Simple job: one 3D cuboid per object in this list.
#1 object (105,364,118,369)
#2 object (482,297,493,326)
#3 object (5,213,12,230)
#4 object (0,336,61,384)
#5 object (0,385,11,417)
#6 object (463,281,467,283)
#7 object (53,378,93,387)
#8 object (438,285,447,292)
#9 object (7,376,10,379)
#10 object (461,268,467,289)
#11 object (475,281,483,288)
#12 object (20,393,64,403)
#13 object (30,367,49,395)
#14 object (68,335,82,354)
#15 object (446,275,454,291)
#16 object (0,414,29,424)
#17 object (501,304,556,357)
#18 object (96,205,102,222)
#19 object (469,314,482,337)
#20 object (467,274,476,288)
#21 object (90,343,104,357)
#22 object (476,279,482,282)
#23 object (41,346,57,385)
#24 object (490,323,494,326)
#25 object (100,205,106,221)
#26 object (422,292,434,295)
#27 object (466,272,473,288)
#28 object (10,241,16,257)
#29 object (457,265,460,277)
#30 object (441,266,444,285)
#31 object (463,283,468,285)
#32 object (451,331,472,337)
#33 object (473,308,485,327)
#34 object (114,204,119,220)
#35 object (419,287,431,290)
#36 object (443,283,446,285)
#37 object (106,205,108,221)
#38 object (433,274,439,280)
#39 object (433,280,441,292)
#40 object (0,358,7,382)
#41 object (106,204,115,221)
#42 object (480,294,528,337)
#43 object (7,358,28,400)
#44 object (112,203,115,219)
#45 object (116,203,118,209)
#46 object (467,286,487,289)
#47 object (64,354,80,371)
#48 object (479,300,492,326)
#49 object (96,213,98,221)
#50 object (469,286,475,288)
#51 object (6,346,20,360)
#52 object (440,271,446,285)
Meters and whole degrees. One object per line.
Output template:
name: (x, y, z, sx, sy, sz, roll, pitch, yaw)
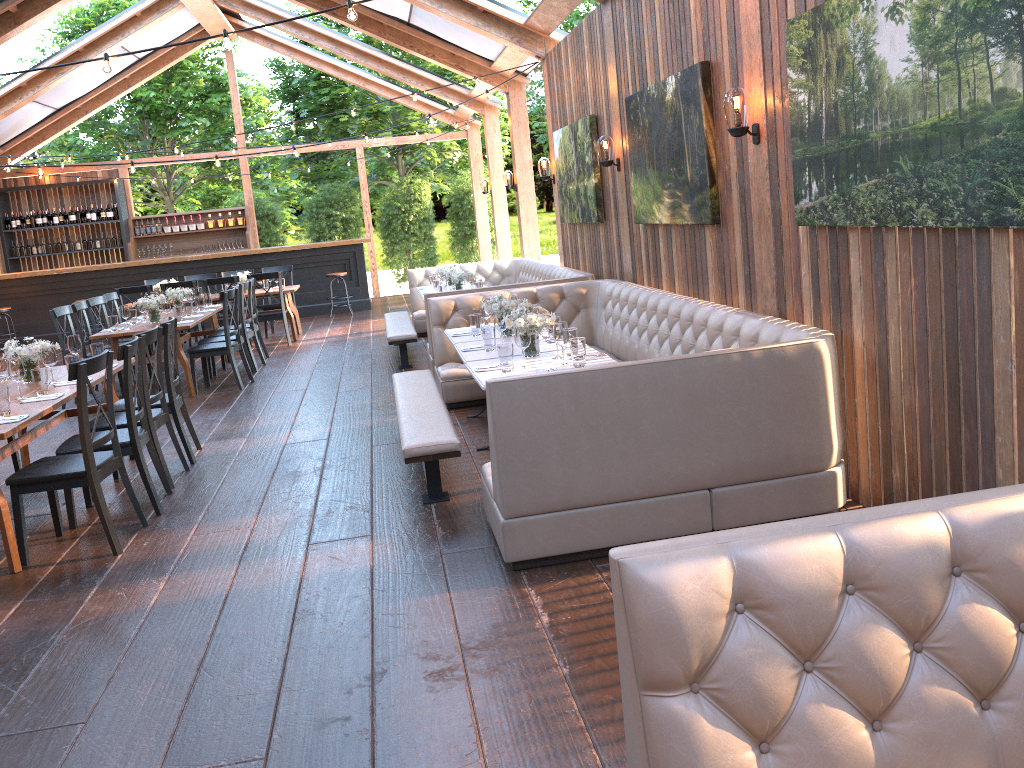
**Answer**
object: (-2.944, -0.120, 6.280, 0.255, 0.019, 0.159, -7, 11, -8)
object: (-0.178, -0.542, 6.760, 0.092, 0.242, 0.093, 1, 10, 39)
object: (-9.473, -3.052, 16.623, 0.081, 0.321, 0.171, -9, 9, -22)
object: (-3.215, -0.165, 5.908, 0.329, 0.307, 0.340, 0, 11, 29)
object: (-2.760, 0.092, 4.782, 0.092, 0.157, 0.093, -4, 9, 8)
object: (-0.609, -1.357, 11.250, 0.092, 0.157, 0.092, -9, 9, -21)
object: (-2.855, -0.014, 5.709, 0.255, 0.019, 0.159, -7, 11, -8)
object: (-0.729, -0.970, 9.379, 0.092, 0.157, 0.092, -9, 9, -21)
object: (-3.592, -0.051, 6.255, 0.255, 0.019, 0.159, -7, 11, -8)
object: (-0.562, -1.232, 10.387, 0.092, 0.242, 0.093, 0, 10, 34)
object: (-0.342, -0.995, 9.317, 0.092, 0.157, 0.092, -9, 9, -21)
object: (-2.786, 0.081, 5.205, 0.255, 0.019, 0.159, -7, 11, -8)
object: (-2.854, -0.014, 5.360, 0.092, 0.157, 0.092, -6, 9, -2)
object: (-3.122, -0.228, 6.336, 0.092, 0.242, 0.093, -6, 8, -5)
object: (-0.657, -1.035, 9.449, 0.092, 0.242, 0.093, 1, 10, 39)
object: (-2.674, 0.188, 4.615, 0.255, 0.019, 0.159, -7, 11, -8)
object: (0.107, -0.322, 5.362, 0.336, 0.307, 0.332, -5, 10, 4)
object: (-7.855, -3.243, 16.820, 0.077, 0.306, 0.078, -10, 9, -29)
object: (-0.264, -0.429, 6.456, 0.092, 0.157, 0.092, -9, 9, -21)
object: (-0.424, -1.045, 9.389, 0.092, 0.242, 0.093, 1, 10, 39)
object: (-3.015, -0.216, 6.445, 0.092, 0.157, 0.093, -1, 10, 28)
object: (-0.368, -1.072, 9.710, 0.092, 0.157, 0.092, -9, 9, -21)
object: (-3.006, -0.123, 5.760, 0.092, 0.242, 0.093, -6, 8, -5)
object: (-0.096, -0.468, 6.922, 0.157, 0.019, 0.257, -7, 11, -8)
object: (-7.769, -3.248, 16.801, 0.078, 0.309, 0.078, -7, 8, -13)
object: (-0.920, -1.070, 10.322, 0.255, 0.019, 0.159, -7, 11, -8)
object: (-0.449, -1.091, 9.628, 0.092, 0.242, 0.093, 1, 10, 39)
object: (-9.430, -2.553, 16.727, 0.094, 0.306, 0.095, -9, 9, -21)
object: (-0.689, -1.376, 11.168, 0.092, 0.242, 0.093, 0, 10, 34)
object: (-0.885, -1.365, 11.204, 0.092, 0.242, 0.093, 0, 10, 34)
object: (-0.529, -1.266, 11.111, 0.255, 0.019, 0.159, -7, 11, -8)
object: (-0.330, -0.383, 6.614, 0.255, 0.019, 0.159, -7, 11, -8)
object: (-0.251, -0.508, 6.842, 0.092, 0.157, 0.093, -1, 10, 28)
object: (-7.543, -3.277, 16.860, 0.075, 0.300, 0.076, -4, 8, 9)
object: (-1.037, -1.206, 11.059, 0.255, 0.019, 0.159, -7, 11, -8)
object: (-0.803, -1.291, 11.367, 0.157, 0.019, 0.257, -7, 11, -8)
object: (-7.747, -3.283, 16.969, 0.077, 0.306, 0.078, -10, 9, -29)
object: (-0.959, -1.330, 11.287, 0.092, 0.157, 0.092, -9, 9, -21)
object: (-0.854, -1.115, 10.164, 0.092, 0.157, 0.092, -9, 9, -21)
object: (-3.520, -0.094, 6.082, 0.092, 0.157, 0.093, -1, 10, 28)
object: (-7.661, -3.270, 16.856, 0.136, 0.313, 0.137, -6, 8, -1)
object: (-0.044, -0.496, 6.303, 0.336, 0.307, 0.332, -4, 10, 8)
object: (-2.943, -0.030, 5.266, 0.092, 0.242, 0.093, -7, 8, -11)
object: (-7.650, -3.310, 16.997, 0.088, 0.331, 0.088, -10, 9, -28)
object: (-7.556, -3.308, 16.968, 0.081, 0.321, 0.081, -10, 9, -29)
object: (-0.401, -1.122, 10.329, 0.255, 0.019, 0.159, -7, 11, -8)
object: (-2.910, -0.112, 5.874, 0.091, 0.157, 0.093, -3, 9, 18)
object: (-0.192, -0.494, 6.527, 0.092, 0.242, 0.093, 1, 10, 39)
object: (-7.903, -3.253, 16.915, 0.076, 0.300, 0.076, -9, 9, -25)
object: (-0.481, -1.213, 10.469, 0.092, 0.157, 0.092, -9, 9, -21)
object: (-3.458, -0.157, 6.148, 0.092, 0.242, 0.093, -3, 8, 17)
object: (-0.782, -1.180, 10.235, 0.092, 0.242, 0.093, 0, 10, 34)
